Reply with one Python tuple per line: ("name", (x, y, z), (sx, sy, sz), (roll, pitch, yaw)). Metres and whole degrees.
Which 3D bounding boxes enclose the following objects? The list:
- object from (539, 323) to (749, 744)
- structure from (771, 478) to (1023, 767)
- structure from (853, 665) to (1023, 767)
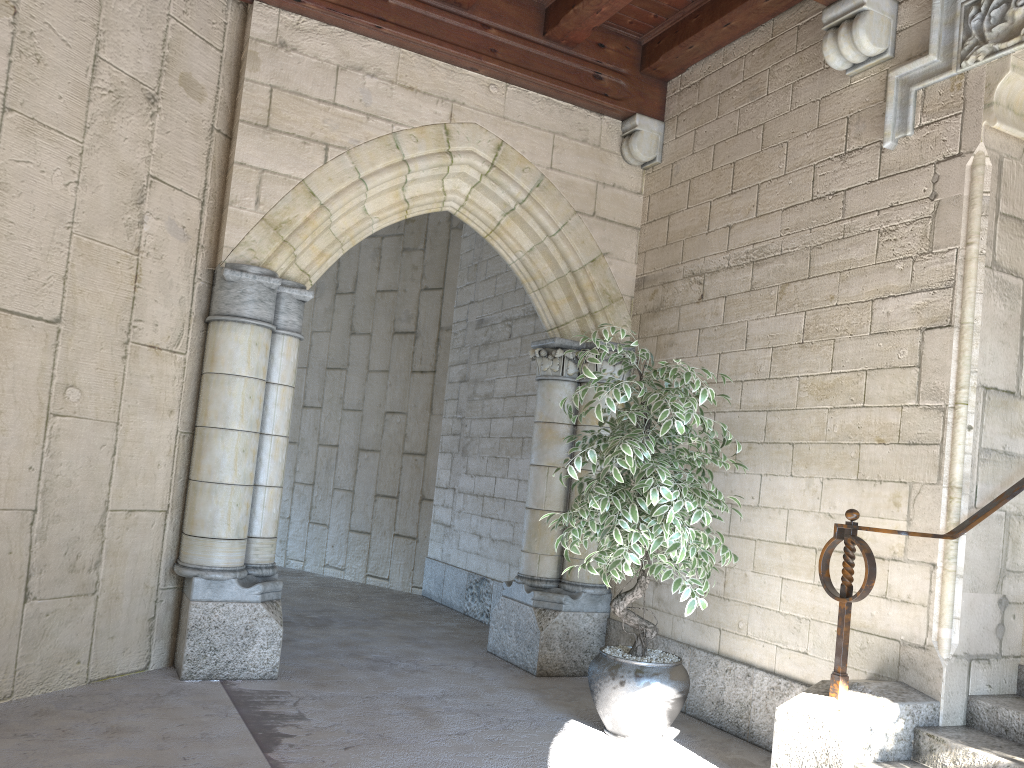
("object", (0.502, 0.587, 3.507), (0.786, 1.613, 0.754), (6, -4, 5))
("structure", (1.417, 0.802, 2.974), (0.890, 1.257, 0.477), (8, -4, -27))
("structure", (2.207, 1.071, 2.592), (2.580, 0.807, 1.463), (9, -6, -26))
